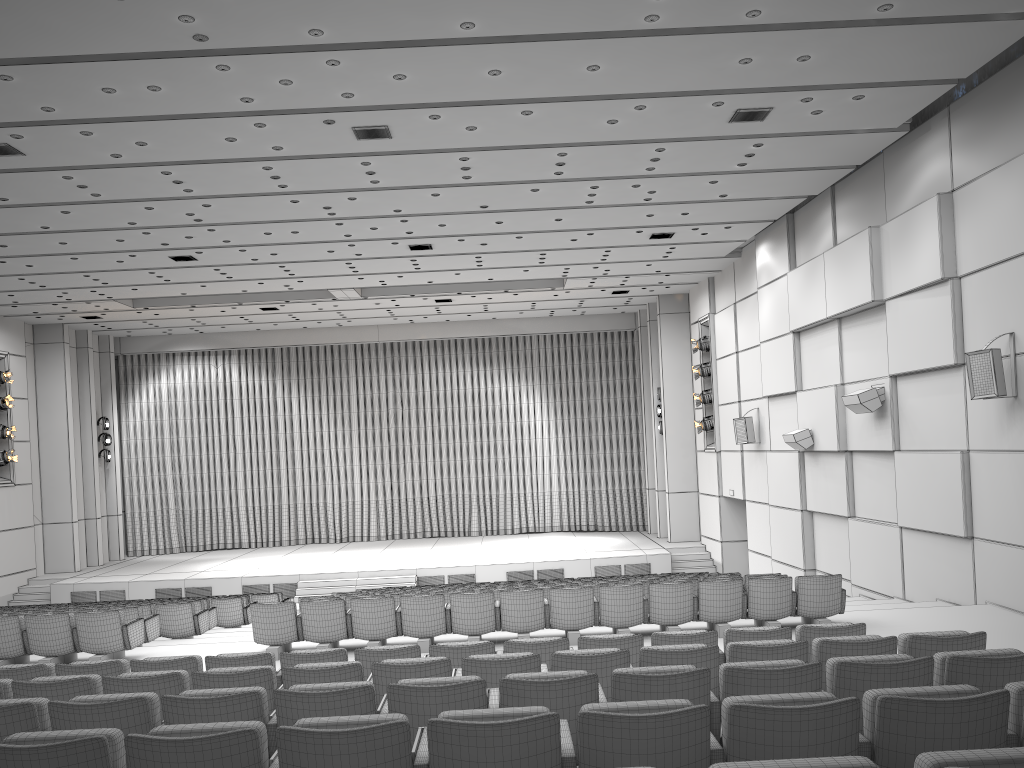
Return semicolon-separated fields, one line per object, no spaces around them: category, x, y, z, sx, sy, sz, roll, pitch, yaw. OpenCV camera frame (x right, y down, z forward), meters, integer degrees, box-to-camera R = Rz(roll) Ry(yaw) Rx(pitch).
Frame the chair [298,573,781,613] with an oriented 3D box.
chair;0.420;3.038;12.164;6.600;0.621;0.613;-3;-2;0

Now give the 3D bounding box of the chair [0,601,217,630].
chair;-7.528;3.653;13.211;6.050;0.621;0.613;-3;-2;0

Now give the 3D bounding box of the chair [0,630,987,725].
chair;-3.875;2.176;5.615;13.750;0.621;0.613;-3;-2;0

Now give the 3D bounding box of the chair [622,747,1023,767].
chair;-3.902;1.489;2.315;13.200;0.621;0.613;-3;-2;0

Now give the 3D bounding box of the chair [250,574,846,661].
chair;0.421;2.579;9.964;6.600;0.621;0.613;-3;-2;0

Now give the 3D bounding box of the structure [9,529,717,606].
structure;-3.555;5.099;24.388;17.819;0.844;8.335;-3;-4;0

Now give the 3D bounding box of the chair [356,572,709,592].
chair;0.420;3.956;16.564;6.600;0.621;0.613;-3;-2;0

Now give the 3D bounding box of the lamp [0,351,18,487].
lamp;-12.505;0.839;21.475;0.746;3.337;1.021;-3;0;0

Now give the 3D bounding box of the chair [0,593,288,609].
chair;-7.546;4.342;16.510;6.600;0.621;0.613;-3;-2;0

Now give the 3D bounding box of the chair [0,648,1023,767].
chair;-3.902;1.948;4.515;13.200;0.621;0.613;-3;-2;0

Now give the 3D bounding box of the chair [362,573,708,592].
chair;0.437;3.726;15.464;6.050;0.621;0.613;-3;-2;0

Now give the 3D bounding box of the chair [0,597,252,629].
chair;-7.546;3.883;14.310;6.600;0.621;0.613;-3;-2;0

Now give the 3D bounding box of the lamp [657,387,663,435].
lamp;4.169;0.738;24.168;0.436;1.476;0.386;-3;0;-4

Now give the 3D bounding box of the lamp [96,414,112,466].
lamp;-11.681;1.592;25.256;0.437;1.476;0.385;-3;0;4

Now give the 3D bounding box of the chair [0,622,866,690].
chair;-3.902;2.406;6.715;13.200;0.621;0.613;-3;-2;0

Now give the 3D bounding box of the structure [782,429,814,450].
structure;5.106;0.949;15.638;0.470;0.417;0.521;-3;-3;-3

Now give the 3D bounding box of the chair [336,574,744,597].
chair;0.437;3.267;13.264;6.050;0.621;0.613;-3;-2;0

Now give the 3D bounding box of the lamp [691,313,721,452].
lamp;4.802;0.002;21.613;0.755;3.337;1.023;-3;0;-5

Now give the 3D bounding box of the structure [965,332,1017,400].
structure;5.430;-0.200;10.024;0.410;0.743;0.410;-2;-1;-43

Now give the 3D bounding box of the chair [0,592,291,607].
chair;-7.494;4.570;17.617;6.050;0.621;0.613;-3;-2;0

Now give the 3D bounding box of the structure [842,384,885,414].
structure;5.228;0.224;13.108;0.470;0.417;0.521;-3;-3;-5

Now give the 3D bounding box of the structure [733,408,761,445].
structure;4.893;0.879;18.404;0.410;0.743;0.410;-2;-1;-43

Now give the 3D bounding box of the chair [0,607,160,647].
chair;-7.528;3.194;11.011;6.050;0.621;0.613;-3;-2;0

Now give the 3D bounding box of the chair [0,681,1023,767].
chair;-3.875;1.717;3.415;13.750;0.621;0.613;-3;-2;0

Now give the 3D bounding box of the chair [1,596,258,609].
chair;-7.529;4.112;15.411;6.050;0.621;0.613;-3;-2;0

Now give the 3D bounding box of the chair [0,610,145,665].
chair;-7.546;2.965;9.911;6.600;0.621;0.613;-3;-2;0

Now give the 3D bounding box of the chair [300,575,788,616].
chair;0.438;2.808;11.064;6.050;0.621;0.613;-3;-2;0

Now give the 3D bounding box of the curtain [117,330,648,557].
curtain;-3.802;1.650;27.532;16.130;6.514;1.431;-3;0;0

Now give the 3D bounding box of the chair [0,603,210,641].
chair;-7.546;3.424;12.111;6.600;0.621;0.613;-3;-2;0

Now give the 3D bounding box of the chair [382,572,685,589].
chair;0.472;4.183;17.671;6.050;0.621;0.613;-3;-2;0

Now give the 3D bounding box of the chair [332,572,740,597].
chair;0.420;3.497;14.364;6.600;0.621;0.613;-3;-2;0
